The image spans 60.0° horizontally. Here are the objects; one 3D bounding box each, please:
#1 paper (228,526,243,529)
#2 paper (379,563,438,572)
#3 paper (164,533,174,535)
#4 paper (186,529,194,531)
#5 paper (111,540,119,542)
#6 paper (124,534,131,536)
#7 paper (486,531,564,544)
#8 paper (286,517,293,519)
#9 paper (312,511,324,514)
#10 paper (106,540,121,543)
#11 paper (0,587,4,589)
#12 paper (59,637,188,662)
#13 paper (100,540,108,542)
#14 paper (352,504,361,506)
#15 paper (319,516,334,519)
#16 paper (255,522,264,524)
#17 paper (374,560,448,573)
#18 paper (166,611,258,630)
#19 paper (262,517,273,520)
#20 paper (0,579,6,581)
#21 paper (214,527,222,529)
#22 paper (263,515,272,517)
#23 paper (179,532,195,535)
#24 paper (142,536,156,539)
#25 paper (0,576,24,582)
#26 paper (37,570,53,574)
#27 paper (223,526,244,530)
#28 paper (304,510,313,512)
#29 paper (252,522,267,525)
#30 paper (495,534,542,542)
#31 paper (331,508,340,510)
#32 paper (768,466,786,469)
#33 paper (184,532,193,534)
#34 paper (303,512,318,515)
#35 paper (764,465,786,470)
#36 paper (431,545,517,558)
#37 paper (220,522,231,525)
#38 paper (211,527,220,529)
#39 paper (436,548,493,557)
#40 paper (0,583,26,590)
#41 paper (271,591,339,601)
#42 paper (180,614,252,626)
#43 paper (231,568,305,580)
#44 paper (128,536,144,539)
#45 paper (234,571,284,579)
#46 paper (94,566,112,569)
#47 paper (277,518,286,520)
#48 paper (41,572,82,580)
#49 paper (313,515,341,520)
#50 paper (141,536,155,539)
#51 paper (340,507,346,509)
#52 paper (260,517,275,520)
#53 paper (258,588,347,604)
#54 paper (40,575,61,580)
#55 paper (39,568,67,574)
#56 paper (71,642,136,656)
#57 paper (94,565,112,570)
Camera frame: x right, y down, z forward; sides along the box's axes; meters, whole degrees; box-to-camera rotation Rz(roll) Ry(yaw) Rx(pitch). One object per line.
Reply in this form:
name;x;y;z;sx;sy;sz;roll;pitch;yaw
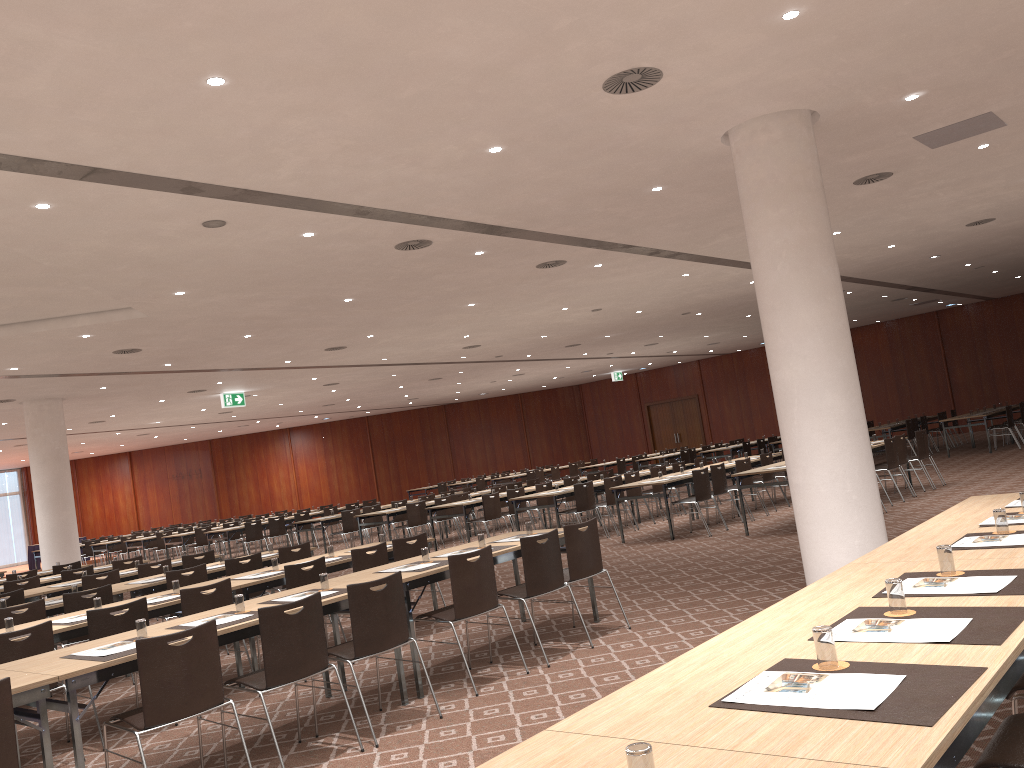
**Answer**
paper;-6.465;3.337;20.566;0.398;0.006;0.283;-13;-6;41
paper;-0.778;1.385;6.693;0.398;0.006;0.283;-12;-6;40
paper;-8.949;3.963;23.649;0.566;0.003;0.460;-12;-6;40
paper;-8.544;3.938;24.129;0.566;0.003;0.460;-13;-6;42
paper;-10.976;4.333;24.432;0.398;0.006;0.283;-12;-6;39
paper;-12.478;4.898;28.741;0.398;0.006;0.283;-13;-6;43
paper;0.138;1.322;7.660;0.566;0.003;0.460;-12;-6;40
paper;-5.547;3.279;21.589;0.566;0.003;0.460;-13;-6;41
paper;-4.921;3.237;22.300;0.566;0.003;0.460;-12;-5;37
paper;-10.881;4.320;24.404;0.566;0.003;0.460;-12;-6;38
paper;-6.754;2.702;11.798;0.398;0.006;0.283;-13;-6;41
paper;-2.152;1.463;4.911;0.566;0.003;0.460;-13;-6;40
paper;-12.043;4.634;26.205;0.398;0.006;0.283;-12;-6;38
paper;-4.173;3.193;23.279;0.398;0.006;0.283;-12;-6;38
paper;-3.851;2.757;18.289;0.398;0.006;0.283;-12;-6;39
paper;-6.045;3.313;21.095;0.398;0.006;0.283;-13;-6;43
paper;-0.701;1.378;6.700;0.566;0.003;0.460;-13;-6;43
paper;-1.763;1.442;5.417;0.566;0.003;0.460;-12;-6;40
paper;-6.404;3.566;23.588;0.566;0.003;0.460;-13;-6;41
paper;-7.867;3.013;13.592;0.398;0.006;0.283;-13;-6;42
paper;-7.471;3.634;22.344;0.566;0.003;0.460;-12;-6;38
paper;-7.147;3.853;25.873;0.398;0.006;0.283;-13;-6;41
paper;-7.890;3.659;21.835;0.566;0.003;0.460;-12;-6;38
paper;-9.374;3.990;23.151;0.566;0.003;0.460;-13;-6;42
paper;-7.748;2.999;13.588;0.566;0.003;0.460;-13;-6;43
paper;-7.417;2.981;14.079;0.398;0.006;0.283;-12;-6;38
paper;-6.388;3.330;20.581;0.566;0.003;0.460;-13;-6;41
paper;-5.677;3.525;24.564;0.398;0.006;0.283;-12;-6;40
paper;-5.961;3.303;21.080;0.566;0.003;0.460;-12;-6;38
paper;0.078;1.326;7.637;0.398;0.006;0.283;-12;-6;40
paper;-4.590;3.220;22.788;0.398;0.006;0.283;-12;-6;38
paper;3.622;1.108;11.882;0.398;0.006;0.283;-12;-5;37
paper;-7.972;3.672;21.891;0.398;0.006;0.283;-13;-6;41
paper;-5.020;3.249;22.312;0.398;0.006;0.283;-12;-6;39
paper;3.715;1.098;11.884;0.566;0.003;0.460;-13;-6;41
paper;-0.309;1.353;7.161;0.566;0.003;0.460;-13;-6;43
paper;-7.903;3.897;24.879;0.566;0.003;0.460;-12;-6;37
paper;-7.547;3.643;22.364;0.398;0.006;0.283;-12;-5;37
paper;-0.386;1.361;7.158;0.398;0.006;0.283;-12;-6;38
paper;-6.670;2.695;11.812;0.566;0.003;0.460;-12;-6;39
paper;-1.389;1.421;5.942;0.398;0.006;0.283;-13;-6;43
paper;-1.813;1.447;5.435;0.398;0.006;0.283;-13;-6;41
paper;-2.207;1.706;7.939;0.566;0.003;0.460;-13;-6;42
paper;-10.456;4.293;24.904;0.566;0.003;0.460;-12;-6;40
paper;-2.269;1.712;7.943;0.398;0.006;0.283;-12;-6;40
paper;-5.910;2.652;12.830;0.398;0.006;0.283;-13;-6;41
paper;-5.627;3.282;21.532;0.398;0.006;0.283;-12;-6;40
paper;-6.261;2.672;12.339;0.566;0.003;0.460;-12;-6;39
paper;-3.773;2.751;18.318;0.566;0.003;0.460;-13;-6;42
paper;-9.478;4.001;23.138;0.398;0.006;0.283;-12;-6;39
paper;-4.517;3.214;22.804;0.566;0.003;0.460;-12;-6;38
paper;-6.491;3.577;23.619;0.398;0.006;0.283;-12;-6;40
paper;-1.354;1.419;5.933;0.566;0.003;0.460;-13;-6;41
paper;-6.348;2.679;12.307;0.398;0.006;0.283;-12;-6;40
paper;-7.366;2.978;14.085;0.566;0.003;0.460;-13;-6;41
paper;-2.230;1.473;4.941;0.398;0.006;0.283;-12;-6;38
paper;-5.836;2.641;12.777;0.566;0.003;0.460;-13;-6;41
